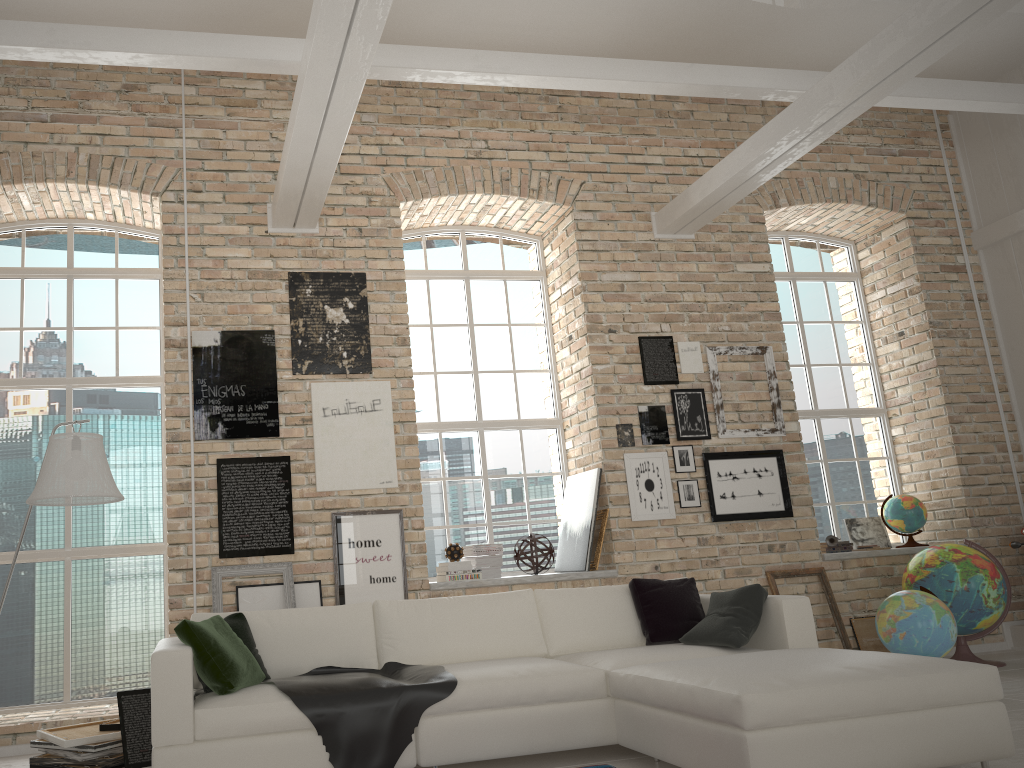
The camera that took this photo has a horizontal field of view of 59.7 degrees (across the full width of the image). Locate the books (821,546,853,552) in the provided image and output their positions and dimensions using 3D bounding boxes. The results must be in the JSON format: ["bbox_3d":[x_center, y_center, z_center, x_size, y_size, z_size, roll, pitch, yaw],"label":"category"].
[{"bbox_3d":[2.613,1.352,7.303,0.246,0.030,0.210,-1,-12,-17],"label":"books"}]

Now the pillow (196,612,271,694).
[{"bbox_3d":[-1.456,1.355,4.518,0.332,0.366,0.387,-12,-14,28],"label":"pillow"}]

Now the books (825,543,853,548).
[{"bbox_3d":[2.620,1.327,7.312,0.247,0.026,0.211,0,-12,-21],"label":"books"}]

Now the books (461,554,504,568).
[{"bbox_3d":[-0.232,1.364,6.847,0.228,0.088,0.330,1,-13,-23],"label":"books"}]

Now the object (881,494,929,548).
[{"bbox_3d":[3.342,1.156,7.557,0.322,0.466,0.336,-3,-12,-12],"label":"object"}]

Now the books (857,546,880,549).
[{"bbox_3d":[2.867,1.315,7.164,0.099,0.014,0.142,4,-14,-35],"label":"books"}]

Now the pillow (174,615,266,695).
[{"bbox_3d":[-1.390,1.280,4.247,0.312,0.345,0.406,-6,-12,7],"label":"pillow"}]

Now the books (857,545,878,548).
[{"bbox_3d":[2.859,1.305,7.173,0.124,0.013,0.108,6,-15,-40],"label":"books"}]

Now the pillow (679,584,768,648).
[{"bbox_3d":[1.123,1.228,4.740,0.324,0.306,0.436,1,-13,-27],"label":"pillow"}]

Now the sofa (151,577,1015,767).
[{"bbox_3d":[0.015,1.406,4.140,3.177,0.844,2.235,-1,-12,-15],"label":"sofa"}]

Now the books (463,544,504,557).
[{"bbox_3d":[-0.247,1.279,6.857,0.285,0.085,0.243,4,-14,-35],"label":"books"}]

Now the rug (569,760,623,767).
[{"bbox_3d":[0.345,1.477,2.703,1.356,0.008,2.774,0,-12,-20],"label":"rug"}]

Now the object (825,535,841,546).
[{"bbox_3d":[2.644,1.289,7.335,0.099,0.090,0.453,-10,-13,22],"label":"object"}]

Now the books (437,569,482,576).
[{"bbox_3d":[-0.387,1.370,6.484,0.261,0.024,0.227,0,-12,-19],"label":"books"}]

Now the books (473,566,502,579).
[{"bbox_3d":[-0.224,1.444,6.828,0.232,0.088,0.324,-2,-12,-13],"label":"books"}]

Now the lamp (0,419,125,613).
[{"bbox_3d":[-2.326,1.082,4.295,1.044,1.781,0.430,-9,-13,18],"label":"lamp"}]

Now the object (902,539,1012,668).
[{"bbox_3d":[3.248,1.610,6.518,0.612,0.927,0.697,5,-16,-41],"label":"object"}]

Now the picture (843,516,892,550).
[{"bbox_3d":[3.135,1.322,7.850,0.381,0.293,0.069,-2,-13,-13],"label":"picture"}]

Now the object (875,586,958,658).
[{"bbox_3d":[2.548,1.598,5.597,0.470,0.633,0.423,-10,-13,23],"label":"object"}]

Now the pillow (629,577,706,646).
[{"bbox_3d":[0.914,1.303,5.123,0.414,0.391,0.249,-2,-13,-15],"label":"pillow"}]

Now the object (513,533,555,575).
[{"bbox_3d":[0.163,1.268,6.645,0.291,0.308,0.321,1,-13,-25],"label":"object"}]

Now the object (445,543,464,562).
[{"bbox_3d":[-0.425,1.243,6.574,0.146,0.138,0.139,-7,-12,10],"label":"object"}]

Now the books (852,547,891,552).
[{"bbox_3d":[2.879,1.330,7.157,0.220,0.022,0.181,-1,-12,-16],"label":"books"}]

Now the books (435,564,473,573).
[{"bbox_3d":[-0.425,1.344,6.496,0.192,0.041,0.204,3,-13,-30],"label":"books"}]

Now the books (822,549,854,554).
[{"bbox_3d":[2.617,1.376,7.294,0.248,0.025,0.208,-1,-12,-15],"label":"books"}]

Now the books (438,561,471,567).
[{"bbox_3d":[-0.421,1.310,6.504,0.175,0.030,0.185,2,-13,-27],"label":"books"}]

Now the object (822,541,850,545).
[{"bbox_3d":[2.619,1.303,7.306,0.207,0.021,0.164,-1,-12,-16],"label":"object"}]

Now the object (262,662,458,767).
[{"bbox_3d":[-0.742,1.623,4.293,0.863,0.465,0.802,-1,-12,-18],"label":"object"}]

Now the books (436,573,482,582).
[{"bbox_3d":[-0.386,1.406,6.475,0.266,0.049,0.227,0,-12,-19],"label":"books"}]

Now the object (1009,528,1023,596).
[{"bbox_3d":[4.493,1.041,6.199,0.778,1.333,2.258,0,-13,-24],"label":"object"}]

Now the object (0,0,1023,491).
[{"bbox_3d":[1.215,-1.172,1.994,9.803,4.813,12.225,-1,-12,-17],"label":"object"}]
